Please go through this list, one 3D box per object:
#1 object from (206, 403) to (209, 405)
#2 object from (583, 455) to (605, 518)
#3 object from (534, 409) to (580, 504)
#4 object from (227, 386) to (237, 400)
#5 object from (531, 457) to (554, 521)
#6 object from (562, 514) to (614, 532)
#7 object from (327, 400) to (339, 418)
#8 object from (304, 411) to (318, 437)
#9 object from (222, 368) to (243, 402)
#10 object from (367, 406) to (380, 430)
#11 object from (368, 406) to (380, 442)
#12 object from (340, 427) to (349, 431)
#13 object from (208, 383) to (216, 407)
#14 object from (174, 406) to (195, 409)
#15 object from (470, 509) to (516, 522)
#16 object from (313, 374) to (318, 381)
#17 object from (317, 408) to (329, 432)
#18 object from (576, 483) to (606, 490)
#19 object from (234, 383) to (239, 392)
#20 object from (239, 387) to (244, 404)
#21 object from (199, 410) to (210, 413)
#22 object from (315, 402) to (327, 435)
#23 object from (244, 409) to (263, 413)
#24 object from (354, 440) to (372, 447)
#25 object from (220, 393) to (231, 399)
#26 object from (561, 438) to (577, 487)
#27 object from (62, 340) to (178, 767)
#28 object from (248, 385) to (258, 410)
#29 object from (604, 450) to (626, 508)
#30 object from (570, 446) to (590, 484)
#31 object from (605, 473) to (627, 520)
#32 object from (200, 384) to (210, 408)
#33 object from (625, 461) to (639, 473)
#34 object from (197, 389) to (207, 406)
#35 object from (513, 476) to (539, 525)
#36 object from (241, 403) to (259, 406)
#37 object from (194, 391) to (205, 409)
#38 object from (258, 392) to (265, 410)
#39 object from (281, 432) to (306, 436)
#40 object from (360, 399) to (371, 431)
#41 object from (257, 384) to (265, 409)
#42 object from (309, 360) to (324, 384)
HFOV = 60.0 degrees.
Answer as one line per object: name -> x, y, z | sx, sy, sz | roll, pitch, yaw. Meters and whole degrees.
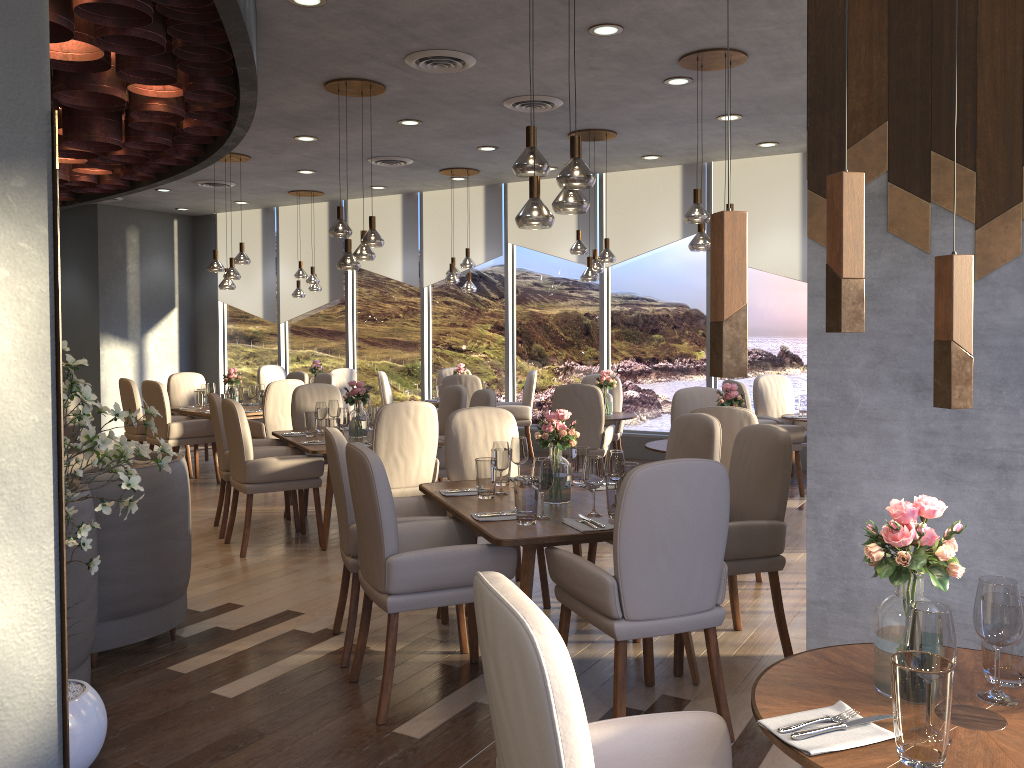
object -> -3.141, 0.213, 9.370 | 0.157, 0.019, 0.255 | -3, 4, -41
object -> 0.335, 0.417, 3.627 | 0.092, 0.244, 0.092 | -2, 2, -40
object -> 0.197, 0.318, 3.935 | 0.210, 0.415, 0.198 | 0, 2, 8
object -> -2.717, 0.144, 8.591 | 0.092, 0.244, 0.092 | -2, 2, -40
object -> 0.123, 0.422, 3.569 | 0.092, 0.244, 0.092 | 1, 2, 26
object -> 0.294, 0.539, 3.469 | 0.157, 0.019, 0.255 | -2, 4, -20
object -> -1.360, 0.244, 6.756 | 0.092, 0.244, 0.092 | -2, 2, -44
object -> -1.465, 0.294, 6.468 | 0.102, 0.178, 0.102 | -1, 2, -9
object -> -2.824, 0.041, 8.961 | 0.198, 0.415, 0.210 | 1, 3, 43
object -> -1.083, 0.265, 6.937 | 0.102, 0.178, 0.102 | -1, 2, -11
object -> -0.953, 0.277, 6.146 | 0.092, 0.244, 0.092 | 0, 2, -4
object -> -1.331, 0.347, 6.923 | 0.157, 0.019, 0.255 | -2, 4, -24
object -> -3.120, 0.111, 9.203 | 0.092, 0.244, 0.092 | -2, 2, -39
object -> -3.280, 0.237, 8.982 | 0.255, 0.019, 0.157 | -3, 5, -42
object -> -0.034, 0.532, 3.623 | 0.255, 0.019, 0.157 | -1, 3, -16
object -> -2.474, -0.009, 11.239 | 0.092, 0.244, 0.092 | 0, 2, 21
object -> -1.456, 0.274, 6.810 | 0.102, 0.178, 0.102 | -1, 2, -18
object -> 0.432, 0.490, 4.294 | 0.255, 0.019, 0.157 | -1, 3, -17
object -> -2.926, 0.101, 9.348 | 0.092, 0.244, 0.092 | 0, 2, 21
object -> -2.908, 0.127, 9.456 | 0.102, 0.178, 0.102 | -2, 2, -38
object -> -2.881, 0.259, 8.570 | 0.255, 0.019, 0.157 | -3, 5, -42
object -> -1.415, 0.255, 6.564 | 0.092, 0.244, 0.092 | 0, 2, 22
object -> -2.519, 0.256, 8.578 | 0.255, 0.019, 0.157 | 3, 5, 44
object -> -0.967, 0.399, 5.983 | 0.157, 0.019, 0.255 | -2, 4, -29
object -> -2.738, 0.183, 8.484 | 0.102, 0.178, 0.102 | 0, 2, 4
object -> 0.273, 0.376, 4.339 | 0.092, 0.244, 0.092 | 1, 2, 30
object -> -1.464, 0.456, 2.775 | 0.788, 1.615, 0.747 | 1, 2, 36
object -> -2.554, 0.135, 8.738 | 0.092, 0.244, 0.092 | -2, 2, -43
object -> 0.441, 0.407, 3.791 | 0.092, 0.244, 0.092 | 0, 2, 8
object -> 0.337, 0.403, 4.428 | 0.102, 0.178, 0.102 | -1, 2, -11
object -> 0.426, 0.453, 3.567 | 0.102, 0.178, 0.102 | -1, 2, -24
object -> -3.117, 0.122, 9.003 | 0.092, 0.244, 0.092 | 0, 2, 0
object -> 0.505, 0.434, 3.881 | 0.102, 0.178, 0.102 | -1, 2, -11
object -> -3.227, 0.143, 9.226 | 0.102, 0.178, 0.102 | 1, 2, 25
object -> 0.057, 0.460, 3.482 | 0.102, 0.178, 0.102 | 0, 2, 10
object -> -2.762, 0.211, 9.378 | 0.255, 0.019, 0.157 | -4, 5, -44
object -> -3.137, 0.161, 8.896 | 0.102, 0.178, 0.102 | -1, 2, -26
object -> -2.445, 0.168, 8.725 | 0.102, 0.178, 0.102 | -2, 3, -40
object -> -1.578, 0.367, 6.592 | 0.255, 0.019, 0.157 | -2, 4, -25
object -> -1.132, 0.238, 6.838 | 0.092, 0.244, 0.092 | 1, 2, 43
object -> -2.532, 0.123, 8.932 | 0.092, 0.244, 0.092 | -1, 2, -24
object -> -2.515, -0.103, 11.391 | 0.198, 0.415, 0.210 | -2, 2, -37
